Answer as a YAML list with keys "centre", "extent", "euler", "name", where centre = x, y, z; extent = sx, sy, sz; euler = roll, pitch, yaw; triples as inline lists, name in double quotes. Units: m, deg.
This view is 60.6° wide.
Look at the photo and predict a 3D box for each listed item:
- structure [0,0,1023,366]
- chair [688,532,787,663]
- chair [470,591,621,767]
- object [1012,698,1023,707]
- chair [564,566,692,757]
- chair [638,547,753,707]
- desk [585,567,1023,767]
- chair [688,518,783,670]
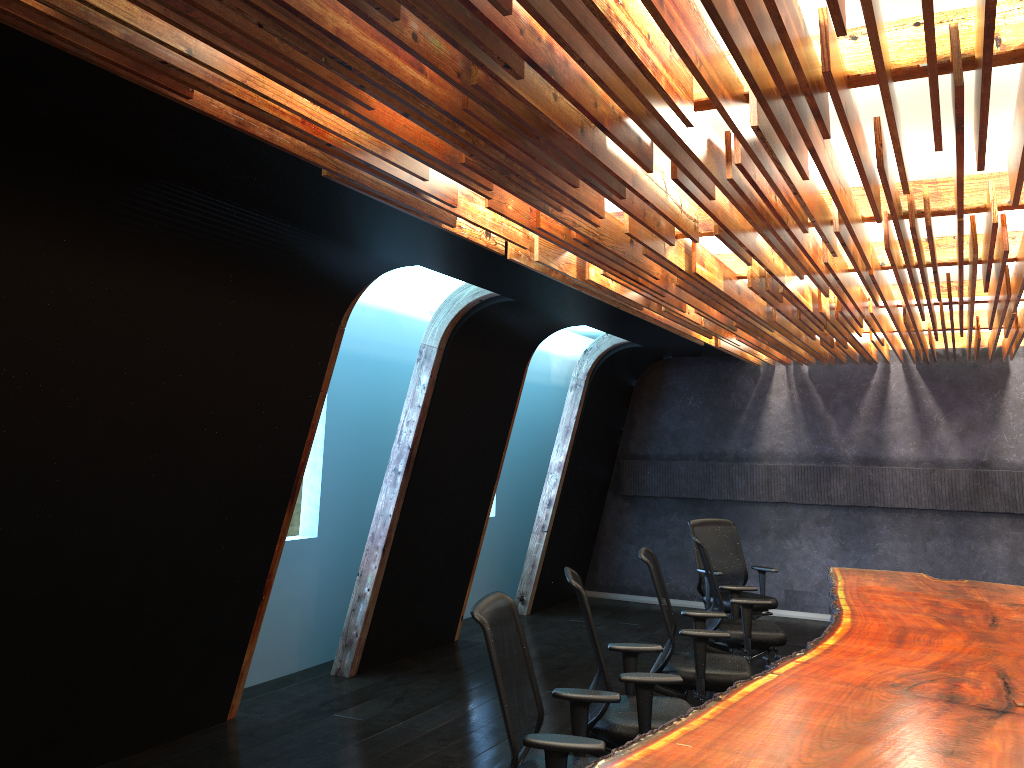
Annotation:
- centre: [2.407, 0.603, 4.701]
  extent: [4.513, 3.050, 11.301]
  euler: [-2, -6, 27]
  name: "structure"
- centre: [1.760, 1.784, 6.622]
  extent: [0.796, 1.264, 0.796]
  euler: [0, -10, 6]
  name: "chair"
- centre: [0.251, 1.506, 3.440]
  extent: [0.796, 1.264, 0.797]
  euler: [-1, -10, 11]
  name: "chair"
- centre: [2.237, 1.238, 3.631]
  extent: [0.128, 0.250, 0.301]
  euler: [5, -9, -20]
  name: "object"
- centre: [0.655, 1.588, 4.387]
  extent: [0.796, 1.264, 0.796]
  euler: [1, -10, 1]
  name: "chair"
- centre: [1.198, 1.681, 5.442]
  extent: [0.796, 1.264, 0.797]
  euler: [-1, -10, 11]
  name: "chair"
- centre: [2.436, 1.879, 4.941]
  extent: [2.030, 0.833, 6.561]
  euler: [-1, -5, 27]
  name: "desk"
- centre: [2.067, 1.898, 8.024]
  extent: [0.812, 1.264, 0.781]
  euler: [7, -11, -28]
  name: "chair"
